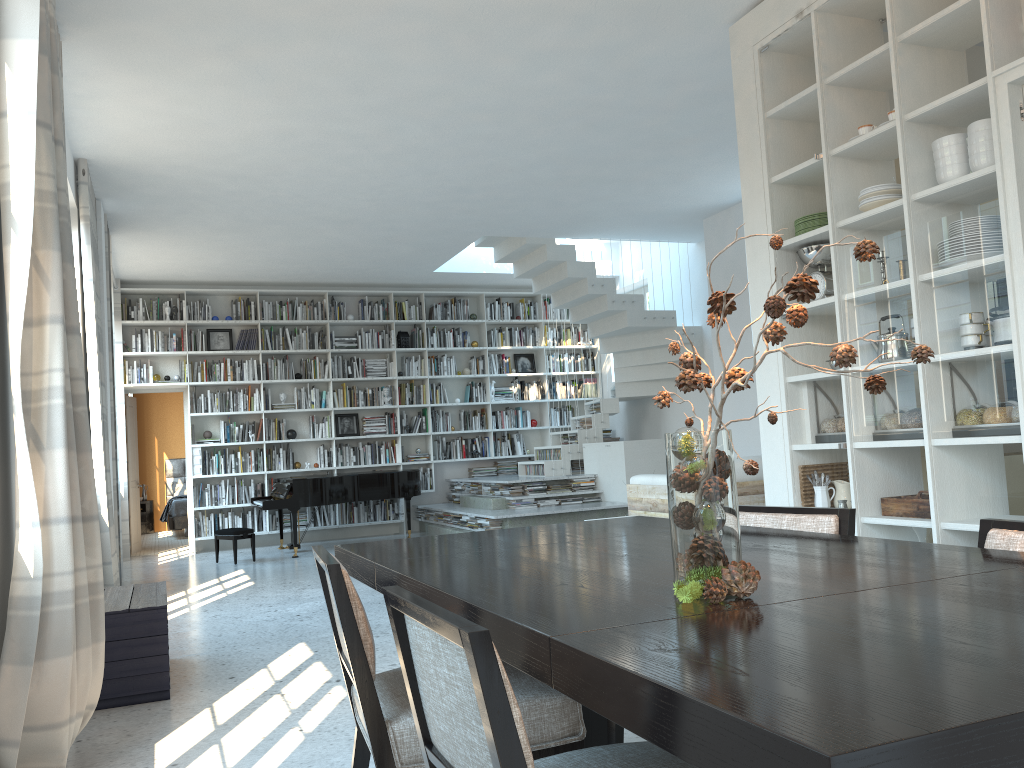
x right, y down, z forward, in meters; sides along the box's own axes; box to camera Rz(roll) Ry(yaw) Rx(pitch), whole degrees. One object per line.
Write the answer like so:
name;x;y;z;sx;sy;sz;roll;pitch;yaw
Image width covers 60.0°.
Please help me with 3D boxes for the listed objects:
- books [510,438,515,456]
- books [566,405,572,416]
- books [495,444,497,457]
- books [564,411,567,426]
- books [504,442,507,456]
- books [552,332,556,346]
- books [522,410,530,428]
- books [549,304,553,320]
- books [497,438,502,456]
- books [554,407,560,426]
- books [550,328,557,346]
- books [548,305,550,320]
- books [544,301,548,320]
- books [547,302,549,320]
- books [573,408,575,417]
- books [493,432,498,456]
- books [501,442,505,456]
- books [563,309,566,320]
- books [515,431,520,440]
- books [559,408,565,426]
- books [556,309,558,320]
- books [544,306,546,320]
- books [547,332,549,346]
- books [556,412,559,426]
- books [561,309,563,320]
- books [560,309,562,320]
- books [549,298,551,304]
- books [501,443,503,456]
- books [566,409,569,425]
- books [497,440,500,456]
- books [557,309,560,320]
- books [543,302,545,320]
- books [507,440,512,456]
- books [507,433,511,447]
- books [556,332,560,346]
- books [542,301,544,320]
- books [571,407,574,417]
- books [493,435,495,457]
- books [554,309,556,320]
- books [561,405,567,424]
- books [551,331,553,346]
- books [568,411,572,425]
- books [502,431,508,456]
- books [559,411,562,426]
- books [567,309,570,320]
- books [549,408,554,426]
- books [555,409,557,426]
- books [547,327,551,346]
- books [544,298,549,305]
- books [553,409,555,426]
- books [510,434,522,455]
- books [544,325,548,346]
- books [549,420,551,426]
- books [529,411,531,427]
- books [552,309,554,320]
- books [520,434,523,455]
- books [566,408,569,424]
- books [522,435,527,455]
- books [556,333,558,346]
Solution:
books;-0.017;0.858;12.103;0.031;0.239;0.172;-2;-4;-22
books;0.801;0.444;12.461;0.011;0.284;0.161;-2;-4;-22
books;-0.243;0.879;12.030;0.033;0.213;0.140;-2;-4;-22
books;0.713;0.489;12.432;0.027;0.200;0.164;-2;-4;-22
books;-0.111;0.888;12.063;0.024;0.185;0.149;-2;-4;-22
books;0.559;-0.610;12.360;0.024;0.193;0.190;-2;-4;-22
books;0.189;0.488;12.214;0.025;0.235;0.181;-2;-4;-22
books;0.519;-0.993;12.466;0.023;0.243;0.183;-2;-4;-22
books;-0.181;0.860;12.032;0.015;0.243;0.156;-2;-4;-22
books;0.623;0.459;12.404;0.024;0.267;0.133;-2;-4;-22
books;0.573;-0.644;12.385;0.023;0.263;0.158;-2;-4;-22
books;0.489;-0.986;12.445;0.022;0.229;0.175;-2;-4;-22
books;0.456;-1.012;12.445;0.013;0.286;0.150;-2;-4;-22
books;0.473;-1.005;12.437;0.012;0.269;0.185;-2;-4;-22
books;0.842;0.466;12.483;0.013;0.239;0.166;-2;-4;-22
books;-0.225;0.822;12.041;0.013;0.327;0.131;-2;-4;-22
books;-0.139;0.888;12.059;0.030;0.187;0.140;-2;-4;-22
books;0.718;-0.981;12.554;0.026;0.208;0.163;-2;-4;-22
books;0.079;0.813;12.161;0.012;0.326;0.136;-2;-4;-22
books;0.683;0.464;12.392;0.027;0.248;0.184;-2;-4;-22
books;0.596;-1.003;12.504;0.022;0.259;0.163;-2;-4;-22
books;0.435;-0.979;12.449;0.025;0.223;0.137;-2;-4;-22
books;0.466;-0.612;12.327;0.024;0.205;0.166;-2;-4;-22
books;0.608;0.491;12.375;0.029;0.201;0.172;-2;-4;-22
books;0.681;-0.994;12.537;0.025;0.237;0.144;-2;-4;-22
books;0.653;-0.999;12.536;0.027;0.249;0.155;-2;-4;-22
books;0.526;-1.033;12.489;0.012;0.326;0.151;-2;-4;-22
books;-0.165;0.877;12.049;0.025;0.210;0.137;-2;-4;-22
books;0.745;0.473;12.440;0.014;0.230;0.172;-2;-4;-22
books;-0.201;0.876;12.034;0.023;0.214;0.163;-2;-4;-22
books;0.620;-1.006;12.514;0.029;0.264;0.179;-2;-4;-22
books;0.416;-1.005;12.432;0.022;0.275;0.160;-2;-4;-22
books;-0.062;0.870;12.080;0.052;0.217;0.184;-2;-4;-22
books;-0.045;0.828;12.115;0.010;0.304;0.131;-2;-4;-22
books;0.629;-0.619;12.413;0.025;0.211;0.135;-2;-4;-22
books;0.395;-1.025;12.411;0.011;0.313;0.173;-2;-4;-22
books;0.829;0.459;12.483;0.012;0.254;0.161;-2;-4;-22
books;-0.263;0.842;12.013;0.015;0.286;0.138;-2;-4;-22
books;0.572;-1.010;12.499;0.027;0.275;0.148;-2;-4;-22
books;0.729;0.441;12.442;0.013;0.297;0.141;-2;-4;-22
books;0.522;-0.623;12.353;0.049;0.223;0.161;-2;-4;-22
books;0.791;0.483;12.445;0.021;0.205;0.175;-2;-4;-22
books;-0.097;0.813;12.072;0.014;0.333;0.169;-2;-4;-22
books;0.651;0.487;12.405;0.025;0.208;0.149;-2;-4;-22
books;0.789;-0.985;12.582;0.057;0.212;0.163;-2;-4;-22
books;0.528;0.468;12.342;0.024;0.252;0.175;-2;-4;-22
books;0.581;0.472;12.371;0.022;0.242;0.151;-2;-4;-22
books;0.490;-0.643;12.330;0.026;0.263;0.189;-2;-4;-22
books;0.494;-1.035;12.475;0.014;0.331;0.143;-2;-4;-22
books;0.554;0.476;12.359;0.037;0.235;0.153;-2;-4;-22
books;0.046;0.826;12.085;0.075;0.291;0.255;-2;-4;-22
books;0.447;-0.656;12.323;0.010;0.294;0.183;-2;-4;-22
books;0.472;0.460;12.336;0.085;0.278;0.159;-2;-4;-22
books;0.213;0.493;12.224;0.027;0.223;0.170;-2;-4;-22
books;0.543;-1.025;12.479;0.012;0.306;0.184;-2;-4;-22
books;0.106;0.829;12.147;0.025;0.287;0.160;-2;-4;-22
books;0.758;0.468;12.463;0.027;0.242;0.132;-2;-4;-22
books;0.143;0.836;12.171;0.062;0.274;0.148;-2;-4;-22
books;0.588;-0.609;12.432;0.038;0.199;0.170;-2;-4;-22
